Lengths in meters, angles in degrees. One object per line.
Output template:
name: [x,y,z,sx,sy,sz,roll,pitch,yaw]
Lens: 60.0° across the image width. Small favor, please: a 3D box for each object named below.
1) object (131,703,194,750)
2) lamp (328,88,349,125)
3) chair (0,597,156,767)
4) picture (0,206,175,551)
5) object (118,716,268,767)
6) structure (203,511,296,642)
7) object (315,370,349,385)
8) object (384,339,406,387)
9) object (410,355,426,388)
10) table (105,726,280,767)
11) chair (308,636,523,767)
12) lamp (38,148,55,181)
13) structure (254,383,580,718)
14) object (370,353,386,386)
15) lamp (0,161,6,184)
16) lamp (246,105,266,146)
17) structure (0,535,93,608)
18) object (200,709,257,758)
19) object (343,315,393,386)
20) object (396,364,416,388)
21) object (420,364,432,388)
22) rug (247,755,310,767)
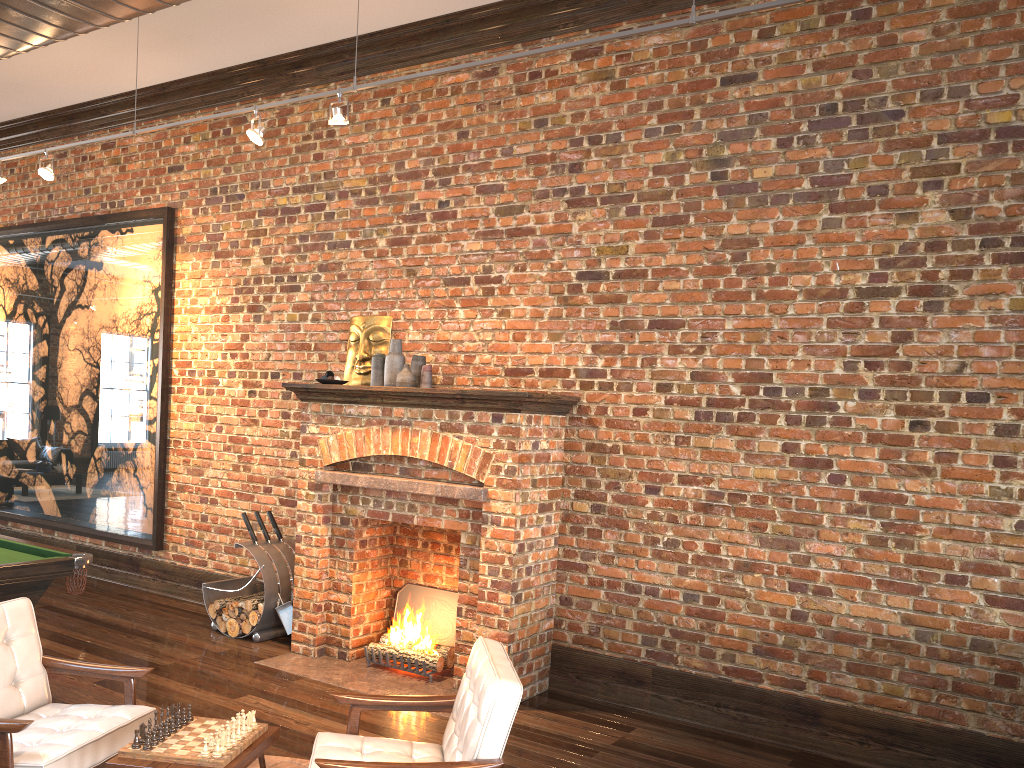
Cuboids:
object: [-1.289,1.246,3.288,0.075,0.101,0.334,3,-2,8]
lamp: [-0.986,-1.577,5.059,0.117,0.213,0.116,3,2,-16]
chair: [-1.934,1.356,3.534,0.740,0.868,0.767,3,1,12]
picture: [-4.384,-0.072,8.617,3.192,3.012,0.080,3,3,32]
object: [-1.164,1.315,3.275,0.388,0.029,0.388,3,-2,7]
structure: [-1.852,1.440,6.730,0.924,0.922,0.538,3,2,33]
object: [-1.252,-0.040,6.174,0.236,0.106,0.237,2,-2,43]
object: [-0.814,-0.138,6.186,0.145,0.351,0.144,2,2,-21]
object: [-0.648,-0.078,6.118,0.120,0.243,0.120,2,2,-38]
table: [-1.174,1.572,3.280,0.462,0.496,0.516,3,0,7]
chair: [-0.389,1.433,3.315,0.742,0.868,0.766,3,1,-8]
lamp: [-3.485,-1.649,6.642,0.113,0.231,0.113,2,2,-28]
structure: [-0.695,0.984,5.829,1.993,1.913,0.887,3,2,32]
object: [-0.937,-0.092,6.272,0.118,0.250,0.117,3,2,-10]
lamp: [-4.046,-1.667,6.995,0.113,0.231,0.114,4,2,12]
lamp: [-1.567,-1.587,5.426,0.113,0.231,0.113,3,2,7]
structure: [-4.029,1.307,5.207,2.948,0.854,1.555,2,-1,32]
object: [-1.033,1.259,3.256,0.075,0.101,0.334,3,-2,8]
object: [-1.080,-0.235,6.496,0.407,0.538,0.125,4,3,32]
object: [-0.714,-0.050,5.981,0.136,0.170,0.135,3,1,-15]
object: [-0.580,-0.046,6.009,0.082,0.179,0.081,3,2,-15]
rug: [-1.248,1.810,3.417,1.965,0.015,1.973,2,-2,34]
